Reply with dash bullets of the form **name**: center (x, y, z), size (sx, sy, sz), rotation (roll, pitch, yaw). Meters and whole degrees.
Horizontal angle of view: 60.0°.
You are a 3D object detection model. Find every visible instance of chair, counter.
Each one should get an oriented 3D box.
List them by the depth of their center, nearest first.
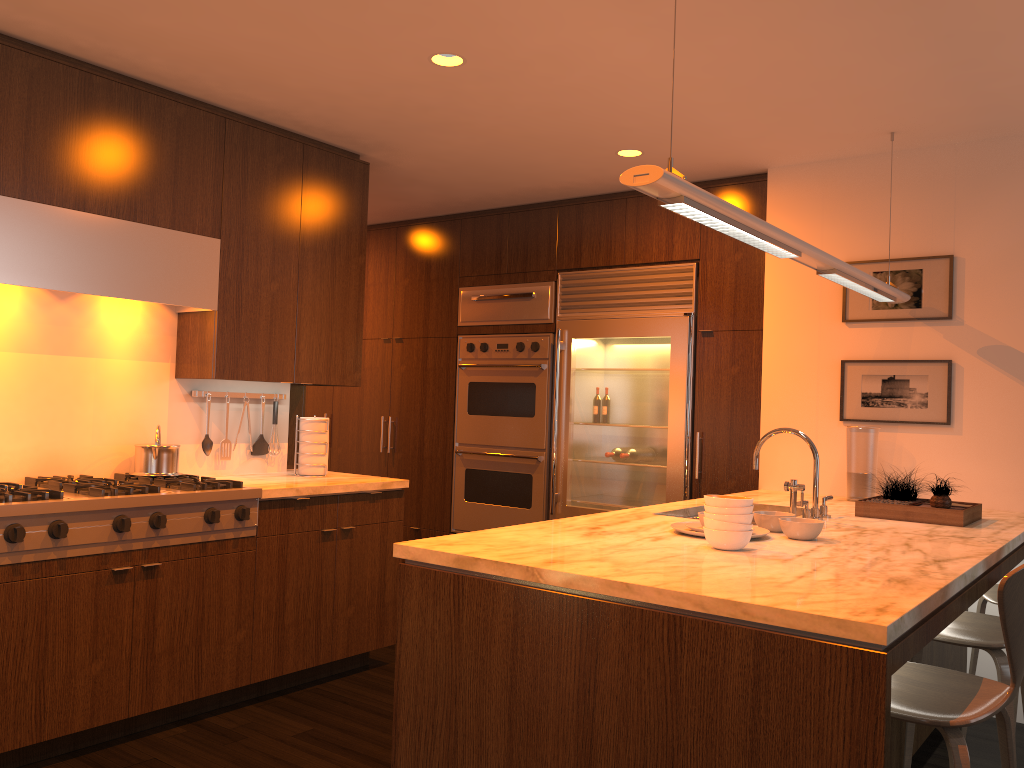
- **chair**: center (0.960, 0.863, 2.030), size (0.506, 1.047, 0.520), rotation (1, -2, 42)
- **chair**: center (1.400, 0.895, 2.690), size (0.506, 1.047, 0.520), rotation (1, -2, 37)
- **counter**: center (-1.523, 0.423, 2.910), size (3.187, 0.038, 3.616), rotation (1, -2, 37)
- **counter**: center (0.996, 0.518, 3.127), size (1.280, 0.038, 2.711), rotation (1, -2, 37)
- **chair**: center (1.961, 0.927, 3.185), size (0.506, 1.047, 0.520), rotation (2, -1, 12)

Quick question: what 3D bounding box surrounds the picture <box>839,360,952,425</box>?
- **picture**: center (1.816, 0.036, 4.216), size (0.496, 0.300, 0.012), rotation (1, -2, 37)

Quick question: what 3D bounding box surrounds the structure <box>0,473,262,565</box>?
- **structure**: center (-1.668, 0.399, 3.494), size (0.824, 0.422, 1.067), rotation (1, -2, 37)

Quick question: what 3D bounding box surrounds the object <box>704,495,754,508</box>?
- **object**: center (0.618, 0.352, 2.531), size (0.140, 0.062, 0.139), rotation (3, -2, -45)

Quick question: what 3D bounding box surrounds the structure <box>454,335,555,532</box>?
- **structure**: center (0.100, 0.347, 5.908), size (0.743, 1.294, 0.687), rotation (1, -2, 37)

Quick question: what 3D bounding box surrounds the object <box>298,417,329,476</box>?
- **object**: center (-0.994, 0.311, 4.443), size (0.149, 0.286, 0.144), rotation (2, -1, 18)

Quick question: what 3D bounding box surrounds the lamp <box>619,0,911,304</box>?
- **lamp**: center (1.056, -0.794, 3.118), size (0.120, 0.765, 2.465), rotation (1, -2, 37)

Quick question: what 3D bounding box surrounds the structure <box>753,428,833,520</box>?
- **structure**: center (1.136, 0.340, 3.376), size (0.310, 0.341, 0.321), rotation (2, -1, -16)

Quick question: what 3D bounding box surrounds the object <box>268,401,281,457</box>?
- **object**: center (-1.209, 0.229, 4.518), size (0.063, 0.281, 0.063), rotation (2, -1, 14)

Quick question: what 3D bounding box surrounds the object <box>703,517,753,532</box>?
- **object**: center (0.616, 0.417, 2.530), size (0.139, 0.068, 0.140), rotation (2, -2, 20)

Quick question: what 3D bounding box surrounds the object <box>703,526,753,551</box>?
- **object**: center (0.615, 0.441, 2.529), size (0.139, 0.059, 0.140), rotation (1, -2, 28)

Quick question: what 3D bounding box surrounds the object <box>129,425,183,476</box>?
- **object**: center (-1.552, 0.287, 3.882), size (0.221, 0.218, 0.221), rotation (1, -2, 21)

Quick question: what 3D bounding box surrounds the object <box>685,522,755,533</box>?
- **object**: center (0.661, 0.466, 2.827), size (0.217, 0.025, 0.216), rotation (3, -2, -36)

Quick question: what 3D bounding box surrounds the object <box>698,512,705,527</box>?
- **object**: center (0.662, 0.445, 2.828), size (0.139, 0.059, 0.138), rotation (3, -2, -28)

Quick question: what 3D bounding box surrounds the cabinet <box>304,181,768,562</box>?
- **cabinet**: center (-0.075, 0.178, 6.062), size (3.924, 2.540, 0.690), rotation (1, -2, 37)

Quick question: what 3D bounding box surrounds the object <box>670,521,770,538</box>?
- **object**: center (0.662, 0.470, 2.828), size (0.309, 0.021, 0.310), rotation (1, -2, 37)

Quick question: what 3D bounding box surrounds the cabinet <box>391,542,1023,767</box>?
- **cabinet**: center (0.980, 0.975, 3.115), size (1.281, 0.876, 2.713), rotation (1, -2, 37)

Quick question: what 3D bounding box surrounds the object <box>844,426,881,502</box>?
- **object**: center (1.631, 0.372, 4.139), size (0.159, 0.349, 0.159), rotation (2, -1, 10)

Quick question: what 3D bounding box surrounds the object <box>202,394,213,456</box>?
- **object**: center (-1.441, 0.193, 4.202), size (0.020, 0.296, 0.061), rotation (1, -2, 35)

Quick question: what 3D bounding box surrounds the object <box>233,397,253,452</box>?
- **object**: center (-1.320, 0.198, 4.368), size (0.008, 0.271, 0.114), rotation (1, -2, 37)

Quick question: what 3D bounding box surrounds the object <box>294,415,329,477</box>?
- **object**: center (-1.004, 0.308, 4.442), size (0.160, 0.304, 0.168), rotation (2, -1, -9)

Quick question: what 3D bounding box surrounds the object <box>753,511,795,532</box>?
- **object**: center (0.873, 0.461, 2.959), size (0.139, 0.059, 0.138), rotation (3, -2, -28)

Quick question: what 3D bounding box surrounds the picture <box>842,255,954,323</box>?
- **picture**: center (1.832, -0.449, 4.230), size (0.493, 0.298, 0.012), rotation (1, -2, 37)

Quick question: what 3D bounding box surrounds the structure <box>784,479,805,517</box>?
- **structure**: center (0.999, 0.419, 3.139), size (0.067, 0.161, 0.050), rotation (1, -2, 37)

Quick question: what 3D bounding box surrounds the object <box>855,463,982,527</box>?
- **object**: center (1.621, 0.418, 3.599), size (0.503, 0.231, 0.497), rotation (1, -2, 37)

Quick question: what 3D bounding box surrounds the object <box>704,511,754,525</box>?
- **object**: center (0.617, 0.395, 2.531), size (0.139, 0.062, 0.140), rotation (1, -2, 37)

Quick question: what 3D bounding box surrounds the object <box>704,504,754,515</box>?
- **object**: center (0.617, 0.373, 2.531), size (0.139, 0.064, 0.140), rotation (2, -1, 11)

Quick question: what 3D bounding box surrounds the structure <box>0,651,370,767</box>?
- **structure**: center (-1.586, 0.886, 2.942), size (3.060, 0.862, 3.400), rotation (1, -2, 37)

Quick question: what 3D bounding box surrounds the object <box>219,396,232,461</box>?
- **object**: center (-1.381, 0.214, 4.290), size (0.004, 0.314, 0.066), rotation (1, -2, 37)

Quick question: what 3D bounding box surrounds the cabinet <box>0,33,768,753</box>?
- **cabinet**: center (0.019, -0.124, 2.995), size (7.728, 2.997, 5.521), rotation (1, -2, 37)

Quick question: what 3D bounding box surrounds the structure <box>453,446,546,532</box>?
- **structure**: center (-0.099, 0.689, 5.649), size (0.710, 0.544, 0.064), rotation (1, -2, 37)

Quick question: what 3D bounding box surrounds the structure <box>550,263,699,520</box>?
- **structure**: center (0.774, 0.397, 5.373), size (0.915, 2.129, 0.687), rotation (1, -2, 37)

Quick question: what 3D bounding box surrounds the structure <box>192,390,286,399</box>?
- **structure**: center (-1.330, 0.056, 4.364), size (0.048, 0.031, 0.541), rotation (1, -2, 40)

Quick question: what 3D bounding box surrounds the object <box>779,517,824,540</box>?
- **object**: center (0.910, 0.458, 2.792), size (0.139, 0.059, 0.138), rotation (3, -2, -28)

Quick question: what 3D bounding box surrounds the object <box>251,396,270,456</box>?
- **object**: center (-1.268, 0.211, 4.466), size (0.036, 0.303, 0.112), rotation (1, -2, 37)

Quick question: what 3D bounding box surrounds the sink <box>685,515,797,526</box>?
- **sink**: center (0.905, 0.631, 3.504), size (0.457, 0.176, 0.813), rotation (1, -2, 37)
